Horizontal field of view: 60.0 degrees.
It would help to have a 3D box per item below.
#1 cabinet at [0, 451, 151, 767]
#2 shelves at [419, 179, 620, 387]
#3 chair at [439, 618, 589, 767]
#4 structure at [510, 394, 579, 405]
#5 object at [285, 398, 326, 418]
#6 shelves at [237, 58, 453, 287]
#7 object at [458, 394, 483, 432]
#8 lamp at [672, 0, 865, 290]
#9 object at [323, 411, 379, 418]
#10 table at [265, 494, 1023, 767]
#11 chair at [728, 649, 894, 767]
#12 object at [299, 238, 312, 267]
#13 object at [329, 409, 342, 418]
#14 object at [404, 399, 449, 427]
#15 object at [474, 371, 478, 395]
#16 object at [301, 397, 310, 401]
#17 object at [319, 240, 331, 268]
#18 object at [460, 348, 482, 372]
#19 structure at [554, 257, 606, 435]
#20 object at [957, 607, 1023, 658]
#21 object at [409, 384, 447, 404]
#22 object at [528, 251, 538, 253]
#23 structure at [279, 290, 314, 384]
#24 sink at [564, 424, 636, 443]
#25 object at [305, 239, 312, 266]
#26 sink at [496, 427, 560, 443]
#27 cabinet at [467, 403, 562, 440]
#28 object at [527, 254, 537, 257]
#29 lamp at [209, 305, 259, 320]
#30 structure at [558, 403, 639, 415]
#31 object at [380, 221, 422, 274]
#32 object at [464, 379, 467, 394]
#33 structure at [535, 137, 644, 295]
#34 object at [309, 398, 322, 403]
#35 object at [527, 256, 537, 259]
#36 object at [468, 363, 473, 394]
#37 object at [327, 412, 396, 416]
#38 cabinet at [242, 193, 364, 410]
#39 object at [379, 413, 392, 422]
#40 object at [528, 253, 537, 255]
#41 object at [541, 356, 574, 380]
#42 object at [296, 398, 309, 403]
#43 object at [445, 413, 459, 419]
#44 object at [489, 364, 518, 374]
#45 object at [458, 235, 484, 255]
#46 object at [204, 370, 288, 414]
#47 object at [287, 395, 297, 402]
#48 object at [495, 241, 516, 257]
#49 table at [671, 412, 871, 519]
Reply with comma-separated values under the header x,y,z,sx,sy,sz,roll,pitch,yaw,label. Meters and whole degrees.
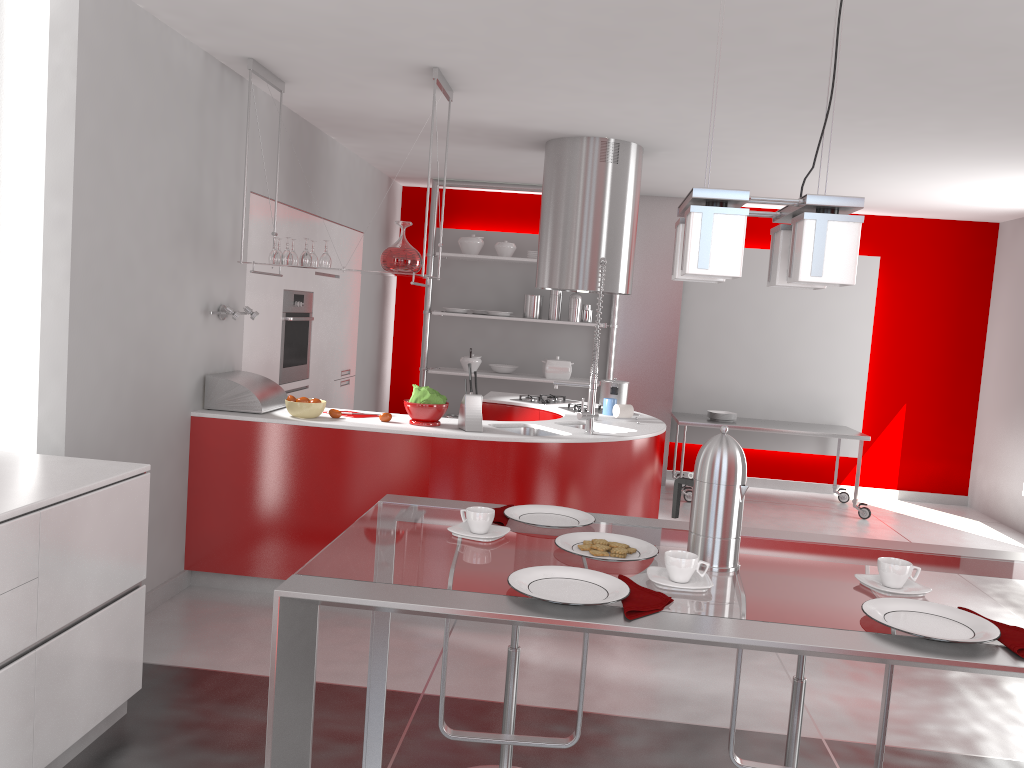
x,y,z,sx,sy,sz,roll,pitch,yaw,label
-1.641,0.752,2.170,0.610,0.880,1.802,5,5,5,cabinet
0.058,-0.455,7.869,1.735,2.599,0.535,5,5,5,shelves
0.003,0.843,2.671,0.418,0.857,0.460,4,5,0,chair
0.232,0.101,6.160,0.303,0.037,0.457,7,6,35,structure
-1.038,0.126,4.456,0.201,0.086,0.201,5,5,6,object
-0.823,-1.036,4.477,0.934,1.023,0.462,5,5,5,shelves
-0.202,0.139,4.417,0.091,0.178,0.137,2,5,-22,object
0.514,-0.709,1.699,0.304,1.025,0.304,5,5,5,lamp
-0.845,0.160,4.675,0.266,0.006,0.168,7,5,32,object
0.453,0.874,1.823,1.700,1.000,0.800,5,5,5,table
0.833,0.910,2.593,0.418,0.857,0.460,5,5,10,chair
-1.022,-0.652,4.397,0.060,0.141,0.060,3,5,-18,object
-0.897,0.152,4.503,0.065,0.047,0.063,5,5,5,object
-0.439,0.147,4.505,0.229,0.118,0.228,2,5,-24,object
-0.178,0.078,4.440,0.012,0.279,0.130,2,5,-24,object
-1.055,0.090,4.499,0.066,0.049,0.062,4,5,2,object
-0.940,-0.652,4.473,0.060,0.141,0.060,5,5,5,object
-0.365,-0.214,7.862,0.192,0.214,0.192,3,5,-8,object
0.397,-0.205,4.620,0.308,0.920,0.178,0,6,-41,structure
0.849,0.420,1.500,0.095,0.012,0.234,4,5,4,object
-0.424,0.095,4.501,0.198,0.182,0.193,5,5,11,object
0.239,-1.143,7.790,0.200,0.030,0.200,5,5,5,object
-1.395,-0.309,5.811,0.050,0.589,0.599,5,5,5,structure
0.457,0.343,4.939,0.428,0.172,0.326,9,6,44,sink
-1.039,-0.660,4.480,0.060,0.141,0.060,5,5,5,object
0.083,0.341,4.627,0.326,0.172,0.428,1,6,-34,sink
-0.503,0.557,5.180,1.875,0.761,1.025,0,6,-40,cabinet
0.237,-1.112,7.792,0.200,0.030,0.200,5,5,5,object
-1.431,-0.365,4.595,0.155,0.081,0.454,5,5,5,lamp
0.562,0.160,5.744,0.457,0.037,0.303,2,5,-20,structure
-0.558,-0.689,4.498,0.213,0.266,0.213,7,6,33,object
-0.228,0.074,4.420,0.009,0.197,0.091,2,5,-24,object
0.508,-1.088,5.877,0.644,0.958,0.644,2,5,-29,structure
-0.994,0.097,4.474,0.066,0.049,0.062,5,5,13,object
0.236,-1.096,7.794,0.200,0.030,0.200,5,5,5,object
-0.206,0.060,4.437,0.014,0.322,0.150,2,5,-24,object
-0.789,0.157,4.688,0.375,0.008,0.041,3,5,-18,object
-1.696,-0.155,6.152,0.614,2.026,2.398,5,5,5,cabinet
-0.642,0.168,4.501,0.064,0.048,0.063,3,5,-17,object
0.238,-1.127,7.791,0.200,0.030,0.200,5,5,5,object
0.397,-0.147,7.853,0.282,0.197,0.235,4,5,-5,object
-1.047,0.096,4.437,0.065,0.052,0.062,3,5,-10,object
-0.468,0.323,7.984,0.308,0.130,0.407,5,5,12,object
-0.079,-0.132,7.990,0.272,0.072,0.272,1,5,-31,object
-0.363,-1.223,7.817,0.231,0.191,0.231,0,7,-44,object
-1.374,0.037,4.636,0.300,0.170,0.400,5,5,5,object
-1.103,0.086,4.459,0.055,0.058,0.066,3,5,-10,object
-0.059,-1.181,7.793,0.192,0.153,0.192,6,5,18,object
2.190,0.682,7.660,1.627,0.682,0.749,5,5,6,table
